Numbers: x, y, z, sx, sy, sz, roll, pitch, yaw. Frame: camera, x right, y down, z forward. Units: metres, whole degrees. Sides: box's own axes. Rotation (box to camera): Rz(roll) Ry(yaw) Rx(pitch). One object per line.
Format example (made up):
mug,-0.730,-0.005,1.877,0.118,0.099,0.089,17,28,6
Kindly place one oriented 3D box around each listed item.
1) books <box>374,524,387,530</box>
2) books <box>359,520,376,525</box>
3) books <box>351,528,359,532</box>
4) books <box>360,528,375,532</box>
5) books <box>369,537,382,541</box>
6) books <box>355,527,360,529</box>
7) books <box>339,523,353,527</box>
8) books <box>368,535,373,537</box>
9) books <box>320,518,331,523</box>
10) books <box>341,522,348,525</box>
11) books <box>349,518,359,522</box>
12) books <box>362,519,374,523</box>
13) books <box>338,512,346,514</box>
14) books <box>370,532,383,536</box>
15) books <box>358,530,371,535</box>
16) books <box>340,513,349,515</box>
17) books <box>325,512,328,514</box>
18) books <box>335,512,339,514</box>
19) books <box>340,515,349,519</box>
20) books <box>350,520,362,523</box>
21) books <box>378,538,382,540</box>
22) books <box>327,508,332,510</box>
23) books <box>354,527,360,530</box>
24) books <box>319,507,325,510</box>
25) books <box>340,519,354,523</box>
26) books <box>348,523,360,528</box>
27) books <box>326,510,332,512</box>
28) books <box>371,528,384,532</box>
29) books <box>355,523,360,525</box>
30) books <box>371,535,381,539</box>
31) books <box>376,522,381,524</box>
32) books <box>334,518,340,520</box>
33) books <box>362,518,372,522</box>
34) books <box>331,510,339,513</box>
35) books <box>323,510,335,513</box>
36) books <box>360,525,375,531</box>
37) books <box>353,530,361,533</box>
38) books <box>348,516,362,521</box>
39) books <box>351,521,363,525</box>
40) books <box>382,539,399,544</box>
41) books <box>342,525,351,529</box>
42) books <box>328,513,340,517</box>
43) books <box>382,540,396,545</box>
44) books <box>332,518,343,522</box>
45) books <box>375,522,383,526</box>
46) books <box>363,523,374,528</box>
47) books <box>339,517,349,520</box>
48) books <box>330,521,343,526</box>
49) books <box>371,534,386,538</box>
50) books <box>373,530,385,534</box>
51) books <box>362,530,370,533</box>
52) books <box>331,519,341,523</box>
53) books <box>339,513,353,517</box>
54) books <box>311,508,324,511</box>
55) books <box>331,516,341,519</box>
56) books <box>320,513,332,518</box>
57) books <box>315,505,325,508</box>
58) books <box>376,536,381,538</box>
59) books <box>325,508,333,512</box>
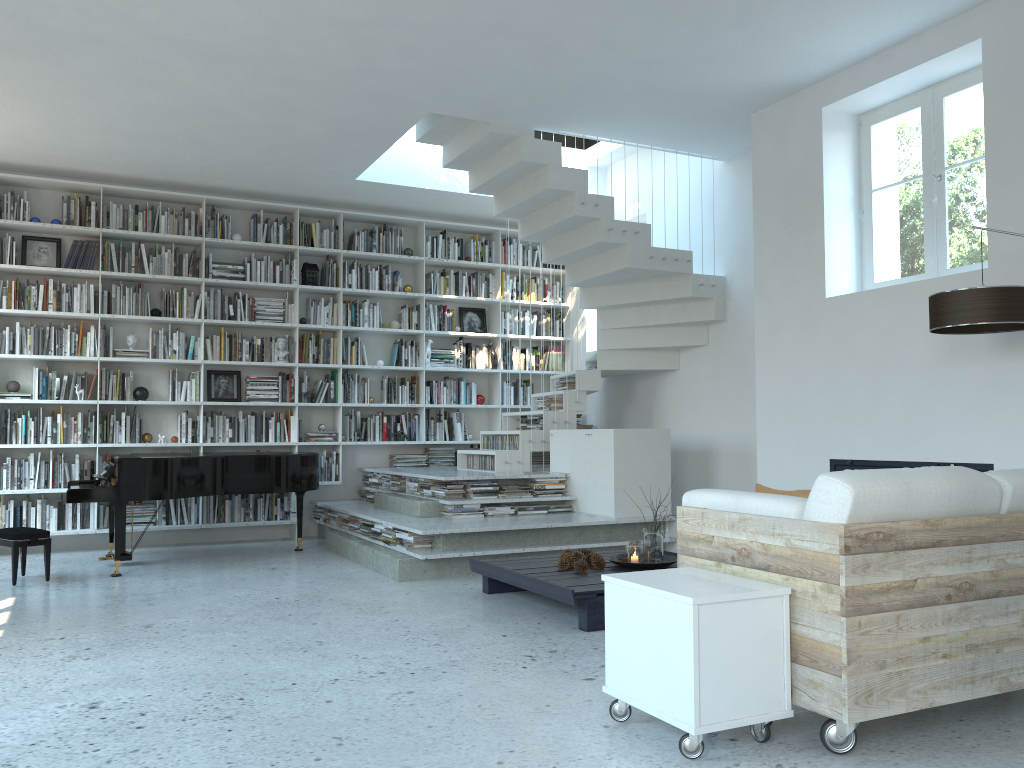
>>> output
books,-0.941,1.085,6.761,0.141,0.028,0.222,2,-4,-31
books,-1.087,1.091,7.030,0.170,0.014,0.281,2,-4,-29
books,-1.223,1.200,7.304,0.161,0.008,0.254,1,-4,-21
books,-1.087,1.154,7.027,0.177,0.011,0.220,1,-4,-24
books,-0.962,1.177,6.746,0.193,0.005,0.225,2,-4,-30
books,-1.202,1.187,7.314,0.132,0.009,0.269,1,-4,-25
books,-1.356,1.201,7.584,0.159,0.012,0.292,2,-4,-29
books,-1.077,1.190,7.030,0.142,0.012,0.291,1,-4,-22
books,-1.636,1.248,8.136,0.189,0.030,0.238,1,-4,-26
books,-1.352,1.189,7.587,0.165,0.012,0.205,1,-4,-26
books,-1.225,1.118,7.307,0.165,0.014,0.236,2,-4,-31
books,-1.075,1.081,7.036,0.157,0.007,0.268,1,-4,-26
books,-1.372,1.097,7.581,0.193,0.005,0.225,2,-4,-30
books,-0.957,1.138,6.750,0.189,0.013,0.215,1,-4,-28
books,-1.096,1.172,7.022,0.189,0.009,0.291,1,-4,-23
books,-1.359,1.106,7.587,0.174,0.011,0.228,1,-4,-27
books,-1.617,1.184,8.148,0.143,0.019,0.230,1,-4,-25
books,-1.480,1.142,7.873,0.130,0.018,0.256,1,-4,-23
books,-1.368,1.134,7.581,0.182,0.016,0.199,1,-3,-21
books,-1.217,1.129,7.310,0.169,0.009,0.242,1,-4,-26
books,-0.944,1.171,6.755,0.147,0.008,0.236,1,-4,-21
books,-1.619,1.138,8.149,0.137,0.018,0.200,1,-4,-22
books,-1.203,1.194,7.314,0.128,0.005,0.296,1,-4,-24
books,-1.743,1.174,8.414,0.133,0.017,0.231,1,-4,-25
books,-1.357,1.169,7.585,0.159,0.011,0.246,2,-4,-30
books,-1.225,1.162,7.304,0.182,0.013,0.287,1,-4,-25
books,-1.619,1.164,8.148,0.126,0.005,0.290,2,-4,-31
books,-0.954,1.107,6.753,0.180,0.017,0.183,2,-4,-29
books,-1.205,1.149,7.315,0.140,0.013,0.180,1,-4,-25
books,-0.948,1.164,6.754,0.171,0.005,0.297,1,-4,-27
books,-0.943,1.051,6.762,0.157,0.014,0.215,1,-4,-24
books,-1.484,1.192,7.869,0.147,0.012,0.206,1,-4,-25
books,-1.078,1.074,7.035,0.160,0.008,0.239,1,-4,-25
books,-1.492,1.130,7.868,0.159,0.006,0.285,1,-4,-24
books,-1.628,1.170,8.143,0.160,0.009,0.291,1,-4,-24
books,-1.085,1.136,7.029,0.160,0.025,0.244,2,-4,-31
books,-1.209,1.209,7.310,0.147,0.008,0.236,1,-4,-27
books,-1.227,1.105,7.306,0.179,0.012,0.249,2,-4,-29
books,-1.213,1.138,7.311,0.155,0.009,0.297,1,-4,-25
books,-0.820,1.143,6.482,0.178,0.009,0.277,1,-4,-28
books,-1.353,1.222,7.585,0.157,0.014,0.180,2,-4,-29
books,-1.501,1.158,7.862,0.180,0.015,0.294,1,-4,-28
books,-0.829,1.155,6.477,0.191,0.016,0.209,1,-4,-21
books,-1.483,1.202,7.869,0.149,0.007,0.300,1,-4,-26
books,-0.943,1.065,6.761,0.139,0.013,0.288,1,-4,-21
books,-1.076,1.116,7.034,0.142,0.017,0.239,2,-4,-30
books,-1.362,1.146,7.584,0.169,0.009,0.242,2,-4,-30
books,-1.501,1.232,7.859,0.177,0.026,0.230,1,-4,-23
books,-0.952,1.149,6.753,0.180,0.008,0.267,1,-4,-27
books,-0.952,1.119,6.754,0.171,0.007,0.260,1,-4,-23
books,-1.079,1.164,7.031,0.147,0.008,0.290,2,-4,-30
books,-1.495,1.212,7.863,0.172,0.014,0.221,1,-4,-25
books,-1.361,1.119,7.585,0.171,0.015,0.253,2,-4,-29
books,-1.774,1.188,8.398,0.191,0.013,0.243,2,-4,-30
books,-1.499,1.176,7.863,0.171,0.020,0.193,1,-4,-22
books,-1.643,1.207,8.134,0.191,0.028,0.213,1,-4,-22
books,-1.756,1.157,8.408,0.158,0.014,0.234,1,-4,-28
books,-0.946,1.157,6.755,0.159,0.009,0.275,1,-4,-23
books,-1.614,1.154,8.151,0.135,0.014,0.297,1,-4,-25
